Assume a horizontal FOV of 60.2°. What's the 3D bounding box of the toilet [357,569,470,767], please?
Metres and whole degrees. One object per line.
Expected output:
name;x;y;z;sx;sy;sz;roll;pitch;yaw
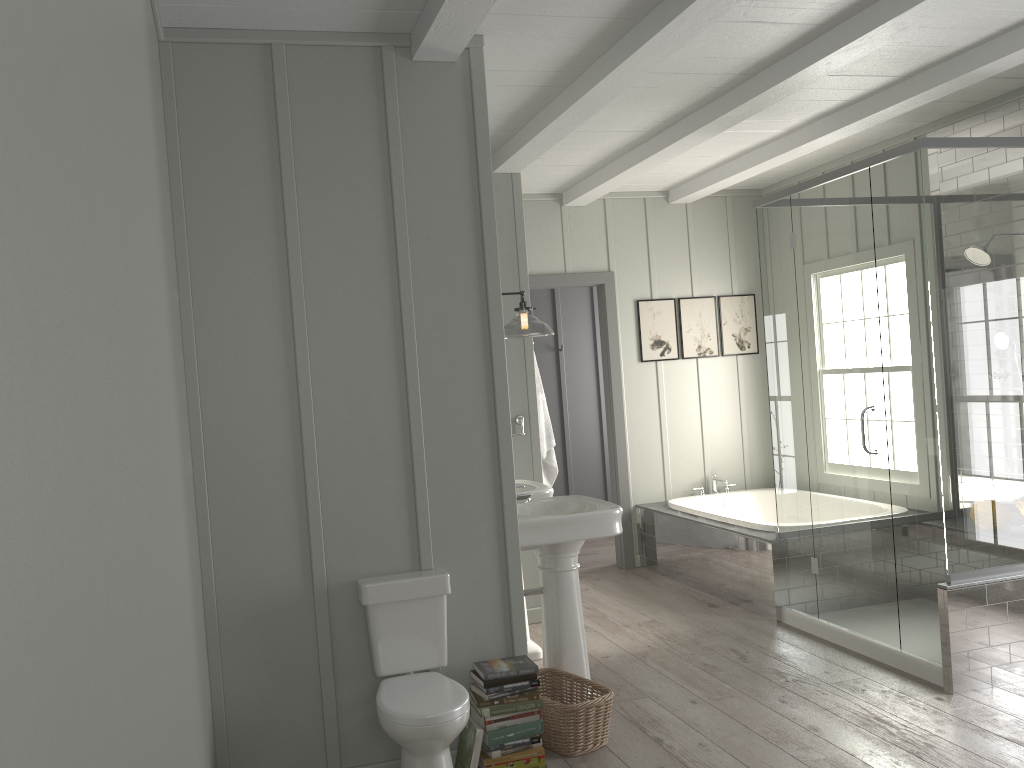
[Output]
toilet;-0.310;1.090;3.047;0.326;0.787;0.534;-4;1;-17

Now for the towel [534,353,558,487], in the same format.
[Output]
towel;0.195;0.348;5.490;0.159;1.204;0.323;-4;1;-12

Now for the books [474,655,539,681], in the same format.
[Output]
books;-0.023;1.050;3.272;0.204;0.024;0.152;-4;1;-14

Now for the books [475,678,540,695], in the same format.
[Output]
books;-0.020;1.100;3.273;0.203;0.024;0.152;-4;1;-16

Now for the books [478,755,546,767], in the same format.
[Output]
books;-0.011;1.388;3.275;0.218;0.041;0.165;-4;1;-18

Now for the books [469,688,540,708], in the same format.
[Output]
books;-0.030;1.149;3.273;0.230;0.024;0.150;-4;1;-10

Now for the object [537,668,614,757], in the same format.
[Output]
object;0.194;1.331;3.593;0.282;0.220;0.480;-5;1;-35

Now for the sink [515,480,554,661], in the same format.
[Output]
sink;-0.077;0.943;4.681;0.557;1.013;0.579;-4;1;-16

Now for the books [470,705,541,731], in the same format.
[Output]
books;-0.027;1.217;3.282;0.218;0.052;0.159;-4;1;-21

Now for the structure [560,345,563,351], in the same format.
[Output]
structure;0.424;-0.314;7.808;0.019;0.051;0.138;-4;1;-18

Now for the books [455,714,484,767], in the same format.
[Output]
books;-0.160;1.356;3.240;0.090;0.235;0.173;-4;1;-17

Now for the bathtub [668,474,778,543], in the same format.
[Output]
bathtub;1.771;0.911;5.937;1.030;0.490;1.588;-4;1;-17

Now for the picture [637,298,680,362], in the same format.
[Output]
picture;1.092;-0.402;6.595;0.308;0.461;0.012;-4;1;-14

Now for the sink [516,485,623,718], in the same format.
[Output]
sink;0.177;0.931;3.895;0.557;1.013;0.579;-4;1;-16

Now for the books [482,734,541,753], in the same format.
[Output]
books;-0.017;1.307;3.274;0.204;0.024;0.152;-4;1;-16

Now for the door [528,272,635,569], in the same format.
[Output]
door;1.014;0.283;3.313;4.185;2.197;7.915;-4;1;-17

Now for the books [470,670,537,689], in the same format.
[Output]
books;-0.032;1.075;3.270;0.203;0.024;0.153;-4;1;-19

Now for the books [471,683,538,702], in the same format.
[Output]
books;-0.029;1.124;3.283;0.201;0.025;0.154;-4;1;-26

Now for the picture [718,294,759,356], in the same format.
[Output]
picture;1.734;-0.451;6.760;0.308;0.461;0.012;-4;1;-14

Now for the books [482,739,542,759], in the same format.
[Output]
books;-0.015;1.331;3.287;0.202;0.025;0.154;-4;1;-26

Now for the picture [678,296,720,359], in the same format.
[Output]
picture;1.413;-0.426;6.677;0.308;0.461;0.012;-4;1;-14

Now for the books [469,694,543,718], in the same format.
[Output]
books;-0.026;1.175;3.275;0.231;0.032;0.173;-4;1;-16

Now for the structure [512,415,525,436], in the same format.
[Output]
structure;-0.202;0.266;5.173;0.592;0.123;0.055;-4;1;-14

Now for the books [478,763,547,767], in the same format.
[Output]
books;-0.009;1.433;3.288;0.234;0.049;0.167;-4;1;-18

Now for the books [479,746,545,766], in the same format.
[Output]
books;-0.014;1.356;3.277;0.228;0.024;0.151;-4;1;-15

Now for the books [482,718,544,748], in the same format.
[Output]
books;-0.022;1.269;3.278;0.222;0.053;0.163;-4;1;-26
